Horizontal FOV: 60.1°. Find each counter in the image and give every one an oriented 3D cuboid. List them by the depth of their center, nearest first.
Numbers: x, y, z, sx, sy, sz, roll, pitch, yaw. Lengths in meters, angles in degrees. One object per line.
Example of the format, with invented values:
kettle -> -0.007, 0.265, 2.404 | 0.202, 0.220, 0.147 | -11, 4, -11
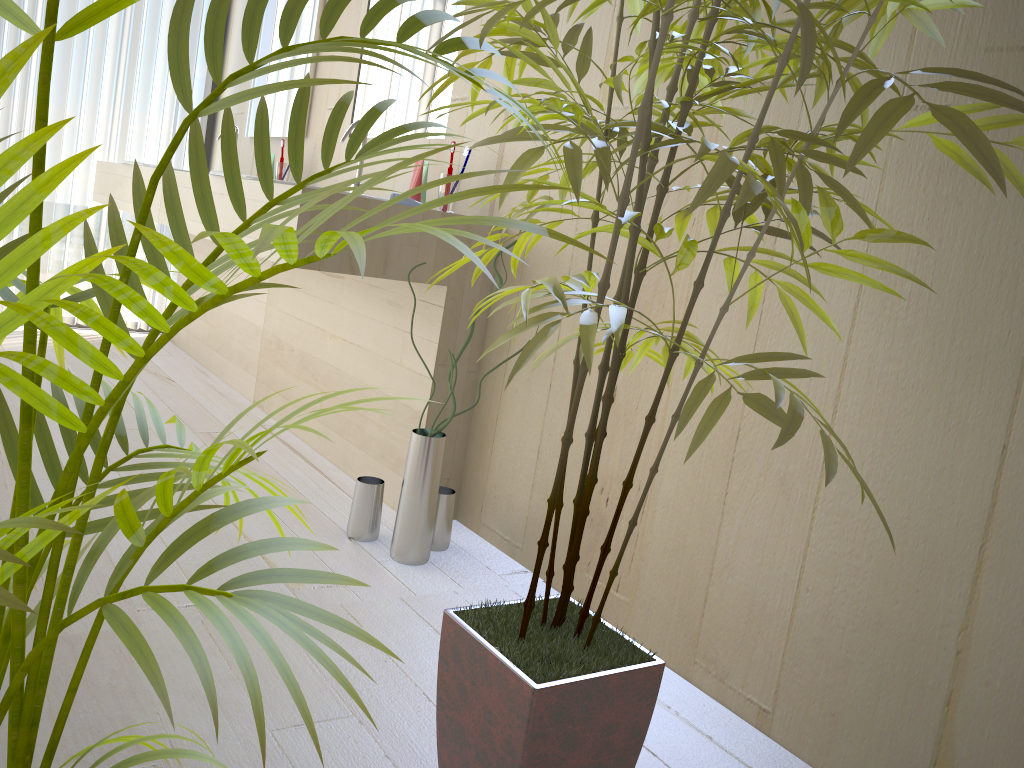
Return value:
counter -> -0.631, -0.165, 2.589 | 0.549, 0.785, 1.217 | 4, 10, -36
counter -> -1.309, -0.440, 3.563 | 0.549, 0.785, 1.217 | 4, 10, -36

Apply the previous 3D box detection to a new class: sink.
sink -> -0.582, -0.563, 2.491 | 0.503, 0.416, 0.579 | 4, 10, -32
sink -> -1.260, -0.838, 3.465 | 0.503, 0.416, 0.579 | 4, 10, -32

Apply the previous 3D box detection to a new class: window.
window -> -3.066, -1.635, 2.678 | 4.551, 2.795, 0.752 | 3, 9, -36

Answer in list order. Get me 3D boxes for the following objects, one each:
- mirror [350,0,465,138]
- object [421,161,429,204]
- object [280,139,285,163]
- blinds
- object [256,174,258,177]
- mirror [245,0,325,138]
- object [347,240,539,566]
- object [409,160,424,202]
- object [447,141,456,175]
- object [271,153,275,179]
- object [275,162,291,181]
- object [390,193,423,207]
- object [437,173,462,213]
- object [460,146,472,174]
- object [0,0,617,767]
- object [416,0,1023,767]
mirror -> -0.289, -1.182, 2.709 | 0.023, 0.863, 0.659 | 5, 8, -36
object -> -0.248, -0.542, 2.420 | 0.039, 0.134, 0.039 | 10, 6, 5
object -> -0.837, -0.795, 3.204 | 0.012, 0.177, 0.050 | 10, 6, 3
blinds -> -1.918, -1.283, 3.809 | 1.180, 2.057, 0.085 | 5, 8, -36
object -> -0.927, -0.798, 3.281 | 0.039, 0.134, 0.039 | 11, 6, 13
mirror -> -0.894, -1.419, 3.530 | 0.023, 0.863, 0.659 | 5, 8, -36
object -> -0.125, 0.023, 2.062 | 0.276, 0.744, 0.406 | 15, 9, 42
object -> -0.249, -0.523, 2.307 | 0.039, 0.134, 0.039 | 10, 6, 5
object -> -0.159, -0.521, 2.230 | 0.012, 0.177, 0.050 | 10, 6, 3
object -> -0.925, -0.816, 3.394 | 0.039, 0.134, 0.039 | 11, 6, 13
object -> -0.842, -0.759, 3.238 | 0.058, 0.099, 0.059 | 6, 8, -29
object -> -0.255, -0.462, 2.232 | 0.104, 0.029, 0.033 | 10, 8, 4
object -> -0.164, -0.484, 2.264 | 0.058, 0.099, 0.059 | 6, 8, -25
object -> -0.142, -0.522, 2.262 | 0.053, 0.174, 0.012 | 8, 6, -10
object -> -0.422, -0.012, 0.620 | 0.915, 1.150, 0.756 | 9, 7, -2
object -> 0.208, -0.272, 1.058 | 0.785, 1.745, 0.943 | 8, 7, -11
